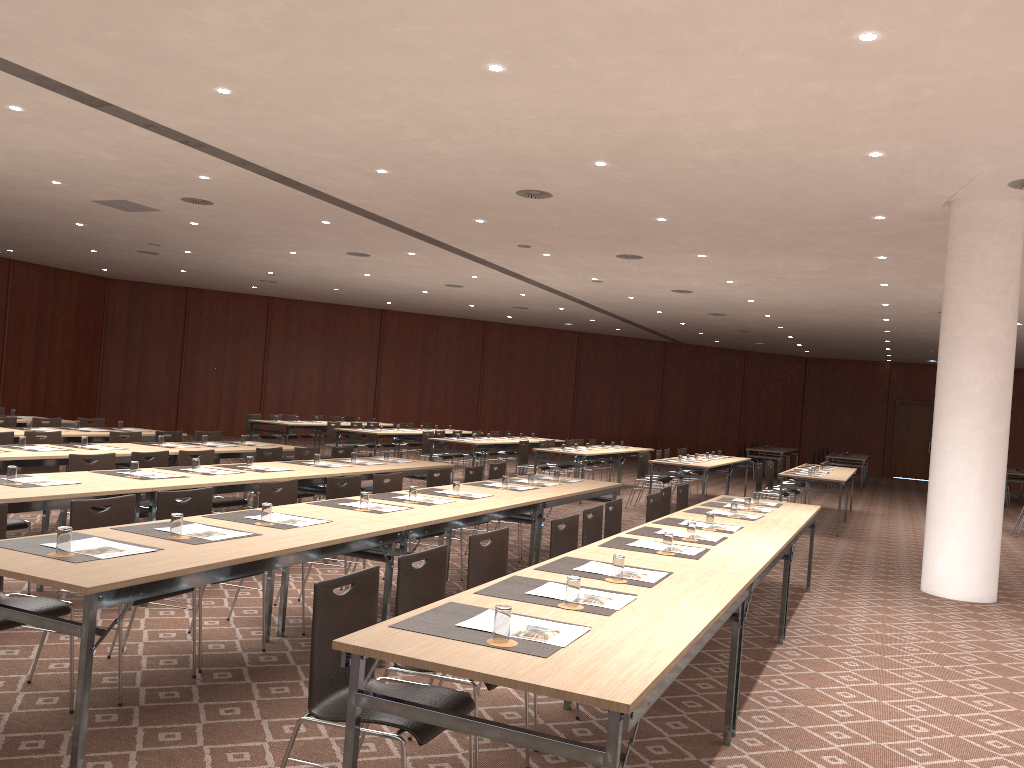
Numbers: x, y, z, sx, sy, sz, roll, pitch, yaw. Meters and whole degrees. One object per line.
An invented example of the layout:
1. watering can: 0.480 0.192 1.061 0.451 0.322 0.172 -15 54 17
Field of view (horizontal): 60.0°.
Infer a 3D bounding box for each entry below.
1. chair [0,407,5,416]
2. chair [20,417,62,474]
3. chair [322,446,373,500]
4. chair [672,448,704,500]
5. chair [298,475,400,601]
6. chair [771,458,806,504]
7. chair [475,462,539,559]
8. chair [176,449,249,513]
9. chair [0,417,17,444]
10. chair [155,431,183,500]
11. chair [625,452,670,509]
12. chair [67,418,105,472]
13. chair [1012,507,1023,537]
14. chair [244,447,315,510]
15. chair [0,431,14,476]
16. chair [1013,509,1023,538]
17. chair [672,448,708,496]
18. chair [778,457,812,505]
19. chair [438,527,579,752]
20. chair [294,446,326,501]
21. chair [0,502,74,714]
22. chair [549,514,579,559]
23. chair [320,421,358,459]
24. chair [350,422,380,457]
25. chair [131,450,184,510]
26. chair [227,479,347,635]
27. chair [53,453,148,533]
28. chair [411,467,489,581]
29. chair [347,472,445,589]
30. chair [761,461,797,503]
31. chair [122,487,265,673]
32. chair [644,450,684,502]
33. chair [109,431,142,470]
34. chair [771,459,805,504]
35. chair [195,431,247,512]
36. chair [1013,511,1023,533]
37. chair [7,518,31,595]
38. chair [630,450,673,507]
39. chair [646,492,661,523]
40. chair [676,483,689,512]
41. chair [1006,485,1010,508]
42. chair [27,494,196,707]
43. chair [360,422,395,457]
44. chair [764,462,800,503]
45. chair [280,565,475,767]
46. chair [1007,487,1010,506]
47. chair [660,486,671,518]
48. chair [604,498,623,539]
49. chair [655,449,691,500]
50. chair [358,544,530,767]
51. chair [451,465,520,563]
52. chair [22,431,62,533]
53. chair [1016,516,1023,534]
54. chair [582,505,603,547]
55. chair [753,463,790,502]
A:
1. chair: -7.306 0.805 12.567 0.613 0.939 0.536 4 -1 23
2. chair: -5.751 0.902 11.132 0.613 0.939 0.536 4 -1 21
3. chair: -1.834 1.194 10.140 0.613 0.939 0.536 4 -1 24
4. chair: 3.402 1.742 17.261 0.613 0.939 0.536 4 -1 22
5. chair: -1.175 1.184 6.731 0.613 0.939 0.536 4 -1 26
6. chair: 5.174 1.871 16.591 0.613 0.939 0.536 4 -1 25
7. chair: -0.037 1.325 9.462 0.613 0.939 0.536 4 -1 23
8. chair: -2.776 1.081 8.058 0.613 0.939 0.536 4 -1 25
9. chair: -6.032 0.869 10.585 0.613 0.939 0.536 4 -1 23
10. chair: -3.953 1.032 10.458 0.613 0.939 0.536 4 -1 22
11. chair: 2.273 1.604 14.637 0.613 0.939 0.536 4 -1 25
12. chair: -5.530 0.932 11.841 0.613 0.939 0.536 4 -1 24
13. chair: 8.848 2.132 14.959 0.613 0.939 0.536 4 -1 22
14. chair: -2.380 1.131 9.065 0.613 0.939 0.536 4 -1 22
15. chair: -4.791 0.926 8.316 0.613 0.939 0.536 4 -1 23
16. chair: 8.847 2.132 14.956 0.613 0.939 0.536 4 -1 24
17. chair: 3.611 1.770 17.853 0.613 0.939 0.536 4 -1 21
18. chair: 5.469 1.904 17.124 0.613 0.939 0.536 4 -1 22
19. chair: -0.003 1.235 4.493 0.613 0.939 0.536 4 -1 26
20. chair: -2.117 1.162 9.589 0.613 0.939 0.536 4 -1 26
21. chair: -2.386 1.037 4.003 0.613 0.939 0.536 4 -1 21
22. chair: 0.437 1.286 5.322 0.613 0.939 0.536 4 -1 26
23. chair: -3.320 1.204 17.042 0.613 0.939 0.536 4 -1 24
24. chair: -2.979 1.241 17.575 0.613 0.939 0.536 4 -1 21
25. chair: -2.990 1.055 7.560 0.613 0.939 0.536 4 -1 21
26. chair: -1.494 1.146 6.077 0.613 0.939 0.536 4 -1 21
27. chair: -3.207 1.026 6.950 0.613 0.939 0.536 4 -1 25
28. chair: -0.563 1.259 8.154 0.613 0.939 0.536 4 -1 25
29. chair: -0.908 1.214 7.244 0.613 0.939 0.536 4 -1 26
30. chair: 4.495 1.787 15.014 0.613 0.939 0.536 4 -1 25
31. chair: -1.829 1.104 5.211 0.613 0.939 0.536 4 -1 25
32. chair: 2.761 1.666 15.878 0.613 0.939 0.536 4 -1 21
33. chair: -4.169 1.002 9.762 0.613 0.939 0.536 4 -1 25
34. chair: 4.931 1.838 15.873 0.613 0.939 0.536 4 -1 22
35. chair: -3.677 1.064 11.012 0.613 0.939 0.536 4 -1 25
36. chair: 9.137 2.164 15.444 0.613 0.939 0.536 4 -1 23
37. chair: -3.687 0.971 6.027 0.613 0.939 0.536 4 -1 21
38. chair: 2.429 1.628 15.259 0.613 0.939 0.536 4 -1 24
39. chair: 1.299 1.391 7.326 0.613 0.939 0.536 4 -1 24
40. chair: 1.774 1.451 8.537 0.613 0.939 0.536 4 -1 25
41. chair: 11.800 2.490 21.632 0.613 0.939 0.536 4 -1 24
42. chair: -2.036 1.076 4.623 0.613 0.939 0.536 4 -1 21
43. chair: -2.755 1.271 18.203 0.613 0.939 0.536 4 -1 26
44. chair: 4.370 1.767 14.461 0.613 0.939 0.536 4 -1 25
45. chair: -0.483 1.173 3.184 0.613 0.939 0.536 4 -1 22
46. chair: 11.806 2.491 21.647 0.613 0.939 0.536 4 -1 25
47. chair: 1.531 1.423 8.059 0.613 0.939 0.536 4 -1 21
48. chair: 0.876 1.343 6.538 0.613 0.939 0.536 4 -1 23
49. chair: 3.053 1.704 16.710 0.613 0.939 0.536 4 -1 21
50. chair: -0.269 1.201 3.789 0.613 0.939 0.536 4 -1 23
51. chair: -0.260 1.294 8.751 0.613 0.939 0.536 4 -1 21
52. chair: -4.602 0.951 8.862 0.613 0.939 0.536 4 -1 22
53. chair: 9.152 2.166 15.478 0.613 0.939 0.536 4 -1 25
54. chair: 0.670 1.316 5.970 0.613 0.939 0.536 4 -1 23
55. chair: 4.018 1.729 13.903 0.613 0.939 0.536 4 -1 26
